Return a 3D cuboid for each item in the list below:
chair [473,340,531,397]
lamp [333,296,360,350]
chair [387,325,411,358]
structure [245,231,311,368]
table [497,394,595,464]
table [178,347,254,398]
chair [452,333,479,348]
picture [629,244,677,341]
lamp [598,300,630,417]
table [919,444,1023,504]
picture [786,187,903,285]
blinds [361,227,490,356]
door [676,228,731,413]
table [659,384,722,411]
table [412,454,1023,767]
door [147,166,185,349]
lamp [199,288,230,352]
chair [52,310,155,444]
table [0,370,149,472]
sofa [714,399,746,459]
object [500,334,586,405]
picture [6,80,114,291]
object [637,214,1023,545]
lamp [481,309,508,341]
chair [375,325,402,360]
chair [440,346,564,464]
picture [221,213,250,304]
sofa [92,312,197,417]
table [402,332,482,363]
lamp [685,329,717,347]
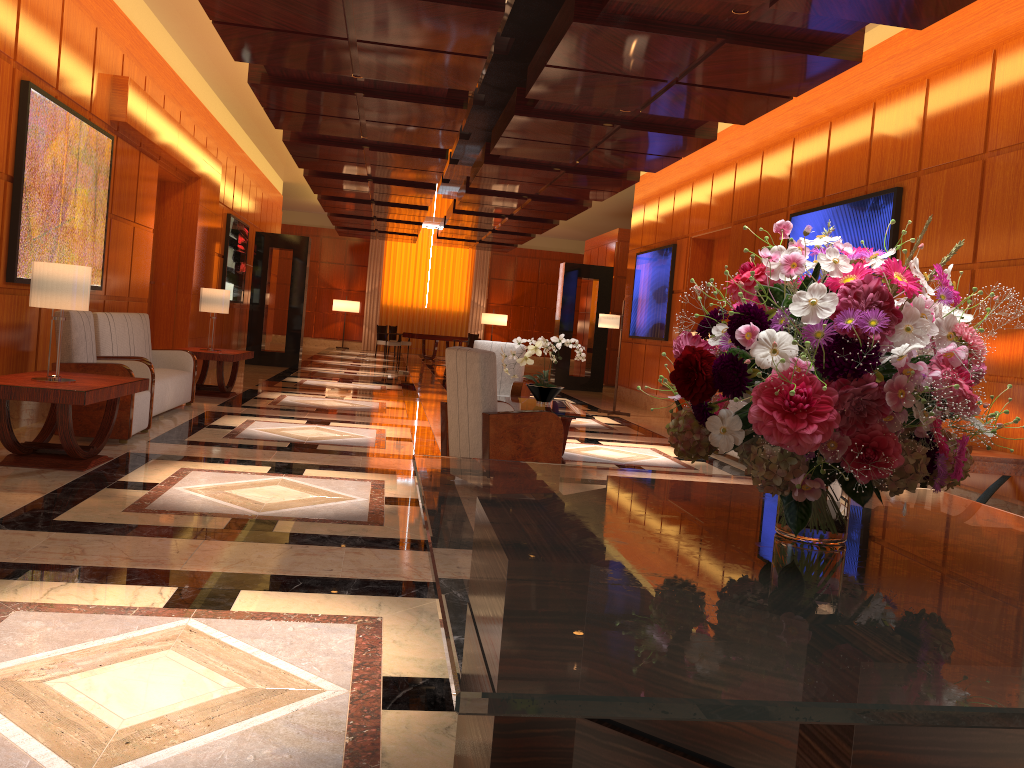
[{"bbox_3d":[-0.216,0.048,8.988,0.738,0.960,0.629,5,2,11],"label":"chair"},{"bbox_3d":[-5.186,-1.907,27.494,0.812,1.659,0.810,6,2,32],"label":"lamp"},{"bbox_3d":[-3.209,-1.187,24.976,0.577,0.893,0.584,6,2,20],"label":"chair"},{"bbox_3d":[-4.447,-1.590,16.889,0.985,2.495,0.501,5,1,-8],"label":"structure"},{"bbox_3d":[0.193,0.421,7.548,0.722,0.495,1.563,5,3,-5],"label":"table"},{"bbox_3d":[-3.613,-0.138,10.676,0.724,0.533,1.170,5,3,-5],"label":"table"},{"bbox_3d":[-1.202,-0.908,23.370,0.577,0.893,0.584,6,2,35],"label":"chair"},{"bbox_3d":[2.231,-1.441,14.219,0.056,1.450,2.000,5,3,-8],"label":"picture"},{"bbox_3d":[1.466,-0.386,12.776,0.526,1.659,0.360,5,2,-18],"label":"lamp"},{"bbox_3d":[2.779,0.695,5.908,0.725,0.606,1.273,5,3,-8],"label":"table"},{"bbox_3d":[3.045,-1.001,8.419,0.056,1.450,2.000,5,3,-8],"label":"picture"},{"bbox_3d":[-2.734,-2.964,28.441,3.851,4.060,0.149,5,1,-8],"label":"blinds"},{"bbox_3d":[2.744,-0.723,12.027,0.340,2.648,1.540,5,2,-8],"label":"door"},{"bbox_3d":[2.192,0.378,10.087,0.725,0.606,1.273,5,3,-8],"label":"table"},{"bbox_3d":[0.589,0.689,1.819,1.599,0.744,1.603,5,3,-8],"label":"table"},{"bbox_3d":[-4.497,-1.296,10.969,0.340,2.648,1.502,5,2,-8],"label":"door"},{"bbox_3d":[1.183,-0.078,6.361,13.029,0.734,0.334,8,3,41],"label":"lamp"},{"bbox_3d":[-3.164,-0.078,6.871,0.628,0.960,0.739,5,2,-9],"label":"chair"},{"bbox_3d":[-2.917,0.238,5.717,0.724,0.533,1.170,5,3,-5],"label":"table"},{"bbox_3d":[2.511,0.339,8.400,0.612,0.931,1.802,5,3,-8],"label":"sofa"},{"bbox_3d":[0.281,-0.137,7.660,0.787,0.616,0.418,3,3,-31],"label":"object"},{"bbox_3d":[-3.691,-1.529,7.354,0.056,1.450,2.000,5,3,-8],"label":"picture"},{"bbox_3d":[0.647,-0.012,1.821,0.649,0.658,0.681,4,3,-17],"label":"object"},{"bbox_3d":[-0.605,-1.544,28.152,0.812,1.659,0.810,6,2,32],"label":"lamp"},{"bbox_3d":[-3.357,-1.121,23.726,0.577,0.893,0.584,6,2,30],"label":"chair"},{"bbox_3d":[-0.096,0.249,5.994,0.628,0.960,0.739,4,2,-29],"label":"chair"},{"bbox_3d":[-4.839,-2.149,15.530,0.056,1.450,2.000,5,3,-8],"label":"picture"},{"bbox_3d":[-3.501,-0.195,8.455,0.612,0.931,1.802,5,3,-8],"label":"sofa"},{"bbox_3d":[-1.914,-0.955,24.101,2.104,0.740,0.785,3,4,-37],"label":"table"},{"bbox_3d":[2.178,-0.344,10.127,0.459,0.793,0.458,7,3,44],"label":"lamp"}]
